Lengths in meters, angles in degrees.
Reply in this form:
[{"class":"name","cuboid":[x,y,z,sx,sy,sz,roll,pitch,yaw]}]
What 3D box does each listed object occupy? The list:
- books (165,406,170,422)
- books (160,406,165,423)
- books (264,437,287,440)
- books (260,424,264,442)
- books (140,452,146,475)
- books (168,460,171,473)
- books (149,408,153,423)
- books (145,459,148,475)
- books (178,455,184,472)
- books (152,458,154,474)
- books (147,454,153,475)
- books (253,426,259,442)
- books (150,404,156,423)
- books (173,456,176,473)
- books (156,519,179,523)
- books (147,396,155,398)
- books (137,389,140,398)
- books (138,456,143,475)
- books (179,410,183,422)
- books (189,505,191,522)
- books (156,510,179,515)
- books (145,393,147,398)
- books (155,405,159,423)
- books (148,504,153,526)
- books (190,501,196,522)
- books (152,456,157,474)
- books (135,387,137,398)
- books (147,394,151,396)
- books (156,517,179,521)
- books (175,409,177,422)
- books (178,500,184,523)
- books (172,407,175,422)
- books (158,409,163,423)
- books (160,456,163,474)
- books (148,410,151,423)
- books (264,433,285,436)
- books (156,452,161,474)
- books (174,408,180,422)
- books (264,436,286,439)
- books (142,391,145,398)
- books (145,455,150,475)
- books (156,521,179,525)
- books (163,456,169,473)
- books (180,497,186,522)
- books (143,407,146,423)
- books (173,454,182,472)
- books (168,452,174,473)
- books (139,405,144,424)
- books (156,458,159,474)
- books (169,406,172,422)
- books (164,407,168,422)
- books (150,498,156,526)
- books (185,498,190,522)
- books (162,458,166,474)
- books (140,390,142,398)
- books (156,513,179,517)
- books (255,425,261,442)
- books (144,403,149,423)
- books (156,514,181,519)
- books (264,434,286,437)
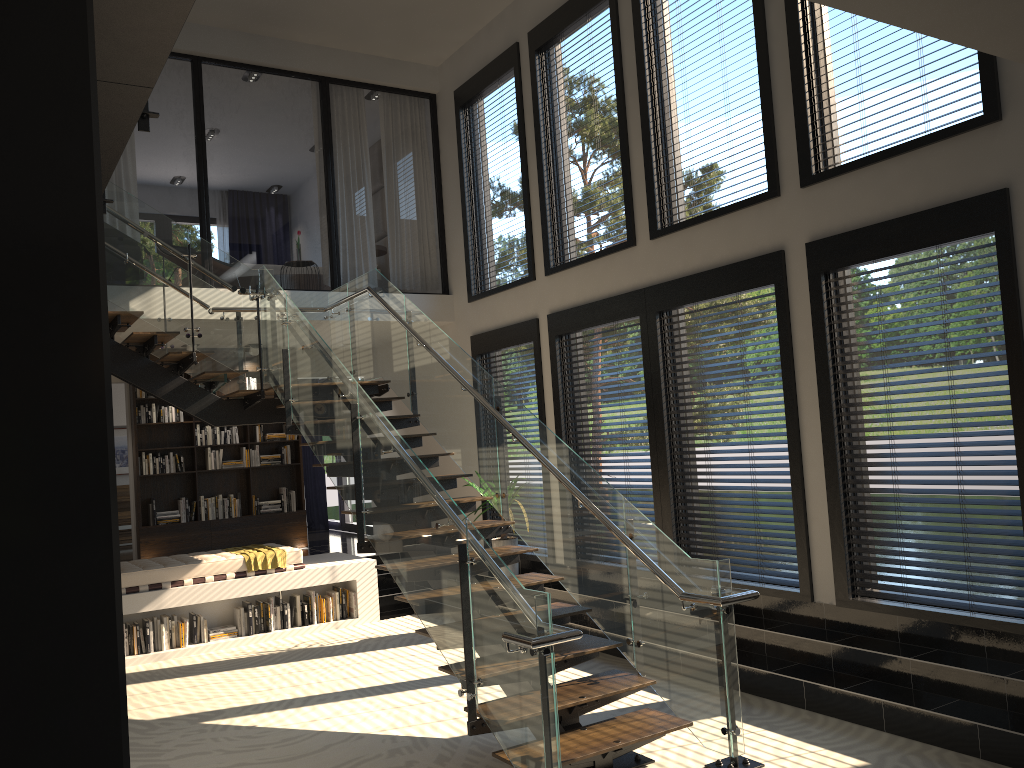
[{"class":"books","cuboid":[-4.339,0.384,11.171,0.025,0.211,0.126,-2,-3,-32]},{"class":"books","cuboid":[-4.394,0.389,11.151,0.025,0.208,0.114,-2,-3,-32]},{"class":"books","cuboid":[-3.180,0.736,11.890,0.272,0.021,0.156,-2,-4,-33]},{"class":"books","cuboid":[-3.339,0.653,11.808,0.025,0.243,0.119,-2,-3,-32]},{"class":"books","cuboid":[-4.569,0.987,10.979,0.028,0.282,0.169,-2,-3,-32]},{"class":"books","cuboid":[-4.322,1.036,11.143,0.027,0.171,0.146,-2,-3,-32]},{"class":"books","cuboid":[-4.505,0.398,11.068,0.021,0.196,0.103,-2,-3,-32]},{"class":"books","cuboid":[-4.542,1.027,10.990,0.028,0.199,0.175,-2,-3,-32]},{"class":"books","cuboid":[-4.188,1.011,11.212,0.028,0.210,0.169,-2,-3,-32]},{"class":"books","cuboid":[-4.484,1.023,11.043,0.022,0.207,0.130,-2,-3,-32]},{"class":"books","cuboid":[-4.501,0.997,11.020,0.029,0.258,0.181,-2,-3,-32]},{"class":"books","cuboid":[-3.394,0.666,11.759,0.024,0.219,0.174,-2,-3,-32]},{"class":"books","cuboid":[-4.486,0.373,11.087,0.034,0.245,0.127,-2,-3,-32]},{"class":"books","cuboid":[-4.277,1.017,11.177,0.030,0.205,0.170,-2,-3,-32]},{"class":"books","cuboid":[-4.315,1.715,11.099,0.258,0.024,0.167,-2,-4,-31]},{"class":"books","cuboid":[-4.441,0.165,11.143,0.268,0.026,0.156,-2,-4,-28]},{"class":"books","cuboid":[-4.658,0.060,11.020,0.032,0.250,0.167,-2,-3,-32]},{"class":"books","cuboid":[-4.609,1.013,10.992,0.028,0.237,0.134,-2,-3,-32]},{"class":"books","cuboid":[-4.201,0.381,11.231,0.034,0.206,0.168,-2,-3,-32]},{"class":"books","cuboid":[-4.109,1.641,11.254,0.023,0.212,0.124,-2,-3,-32]},{"class":"books","cuboid":[-4.324,1.610,11.106,0.257,0.024,0.167,-2,-4,-32]},{"class":"books","cuboid":[-4.581,0.037,11.049,0.028,0.290,0.170,-2,-3,-32]},{"class":"books","cuboid":[-4.452,0.383,11.114,0.052,0.224,0.099,-2,-3,-32]},{"class":"books","cuboid":[-4.492,1.624,11.016,0.025,0.270,0.156,-2,-3,-32]},{"class":"books","cuboid":[-4.060,1.616,11.267,0.075,0.254,0.181,-2,-3,-32]},{"class":"books","cuboid":[-4.463,1.012,11.056,0.028,0.227,0.136,-2,-3,-32]},{"class":"books","cuboid":[-4.687,0.055,11.013,0.026,0.263,0.156,-2,-3,-32]},{"class":"books","cuboid":[-4.445,0.140,11.147,0.273,0.025,0.156,-2,-4,-34]},{"class":"books","cuboid":[-4.323,1.691,11.111,0.271,0.025,0.156,-2,-4,-31]},{"class":"books","cuboid":[-4.264,0.403,11.216,0.025,0.170,0.113,-2,-3,-32]},{"class":"books","cuboid":[-4.173,1.604,11.176,0.030,0.284,0.177,-2,-3,-32]},{"class":"books","cuboid":[-4.286,0.383,11.200,0.028,0.211,0.133,-2,-3,-32]},{"class":"books","cuboid":[-4.401,0.405,11.111,0.029,0.173,0.138,-2,-3,-32]},{"class":"books","cuboid":[-4.402,1.016,11.104,0.021,0.216,0.170,-2,-3,-32]},{"class":"books","cuboid":[-4.524,0.412,11.050,0.030,0.168,0.125,-2,-3,-32]},{"class":"books","cuboid":[-3.188,0.676,11.899,0.246,0.021,0.148,-2,-4,-32]},{"class":"books","cuboid":[-4.418,0.988,11.081,0.029,0.272,0.152,-2,-3,-32]},{"class":"books","cuboid":[-4.248,0.365,11.243,0.032,0.247,0.114,-2,-3,-32]},{"class":"books","cuboid":[-3.179,0.715,11.887,0.259,0.020,0.167,-2,-4,-33]},{"class":"books","cuboid":[-4.604,0.067,11.032,0.030,0.231,0.200,-2,-3,-32]},{"class":"books","cuboid":[-4.532,1.006,11.021,0.023,0.245,0.159,-2,-3,-32]},{"class":"books","cuboid":[-4.322,1.741,11.112,0.247,0.026,0.148,-2,-4,-33]},{"class":"books","cuboid":[-4.342,1.010,11.120,0.030,0.221,0.190,-2,-3,-32]},{"class":"books","cuboid":[-4.157,1.592,11.209,0.031,0.310,0.170,-2,-3,-32]},{"class":"books","cuboid":[-4.579,0.395,11.034,0.021,0.207,0.102,-2,-3,-32]},{"class":"books","cuboid":[-4.229,0.999,11.185,0.070,0.236,0.207,-2,-3,-32]},{"class":"books","cuboid":[-4.290,0.991,11.142,0.029,0.256,0.167,-2,-3,-32]},{"class":"books","cuboid":[-4.604,0.385,11.026,0.030,0.230,0.103,-2,-3,-32]},{"class":"books","cuboid":[-4.436,1.025,11.062,0.024,0.197,0.173,-2,-3,-32]},{"class":"books","cuboid":[-4.318,0.386,11.194,0.034,0.208,0.112,-2,-3,-32]},{"class":"books","cuboid":[-4.359,0.393,11.148,0.032,0.193,0.120,-2,-3,-32]},{"class":"books","cuboid":[-4.448,1.585,10.994,0.028,0.339,0.203,-2,-3,-32]},{"class":"books","cuboid":[-4.126,1.595,11.222,0.036,0.302,0.186,-2,-3,-32]},{"class":"books","cuboid":[-4.374,1.026,11.113,0.033,0.193,0.172,-2,-3,-32]},{"class":"books","cuboid":[-4.631,0.075,11.027,0.021,0.217,0.180,-2,-3,-32]},{"class":"books","cuboid":[-4.327,1.635,11.114,0.271,0.025,0.156,-2,-4,-31]},{"class":"books","cuboid":[-3.375,0.644,11.770,0.023,0.261,0.146,-2,-3,-32]},{"class":"books","cuboid":[-4.559,0.371,11.048,0.029,0.254,0.128,-2,-3,-32]},{"class":"books","cuboid":[-4.318,1.662,11.100,0.287,0.030,0.176,-2,-4,-34]},{"class":"books","cuboid":[-3.179,0.695,11.886,0.260,0.020,0.167,-2,-4,-34]}]
